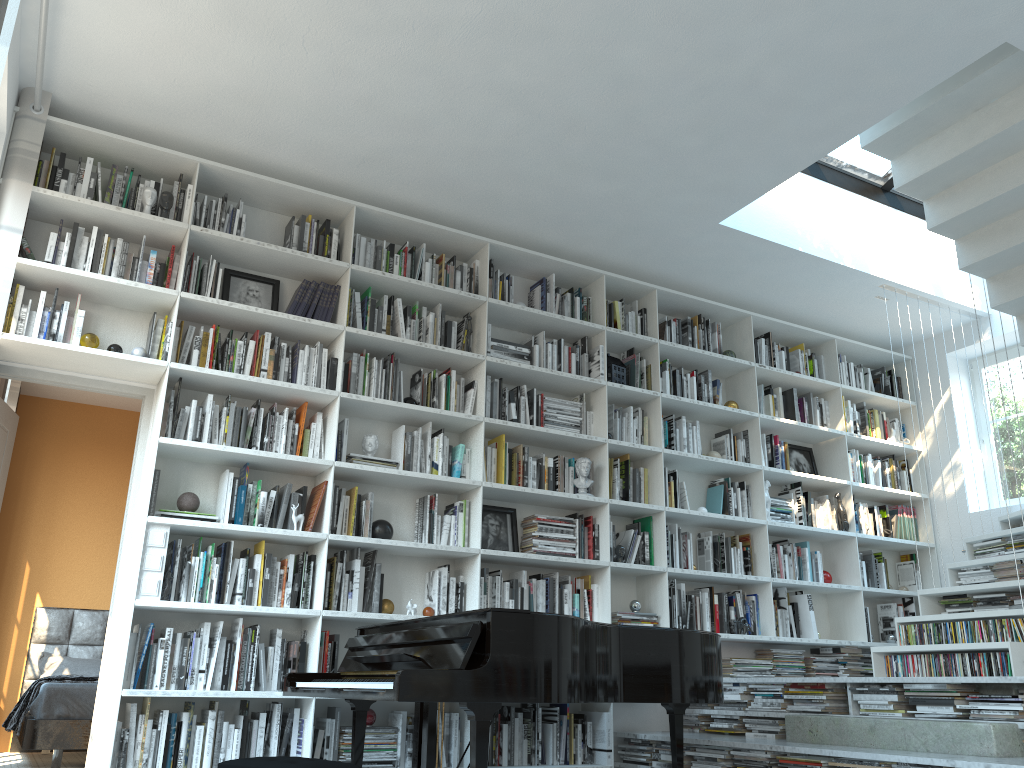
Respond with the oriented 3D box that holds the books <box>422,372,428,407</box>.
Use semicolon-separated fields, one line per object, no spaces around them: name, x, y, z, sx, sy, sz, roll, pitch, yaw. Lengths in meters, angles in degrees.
books;-0.521;0.072;5.030;0.005;0.239;0.174;11;-21;-27

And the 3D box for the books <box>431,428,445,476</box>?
books;-0.426;0.413;4.979;0.011;0.299;0.179;11;-21;-27

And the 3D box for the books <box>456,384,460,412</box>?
books;-0.347;0.125;5.134;0.024;0.215;0.142;11;-21;-27

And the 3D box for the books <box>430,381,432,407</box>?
books;-0.497;0.101;5.052;0.011;0.199;0.163;11;-21;-27

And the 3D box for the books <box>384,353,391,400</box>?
books;-0.715;0.002;4.957;0.004;0.319;0.153;11;-21;-27

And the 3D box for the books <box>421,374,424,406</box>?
books;-0.537;0.079;5.048;0.005;0.238;0.146;11;-21;-27

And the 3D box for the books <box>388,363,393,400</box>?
books;-0.706;0.029;4.945;0.010;0.261;0.158;11;-21;-27

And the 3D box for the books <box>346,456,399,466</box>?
books;-0.774;0.428;4.786;0.285;0.012;0.160;10;-21;-25

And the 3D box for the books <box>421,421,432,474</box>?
books;-0.495;0.388;4.954;0.010;0.328;0.174;11;-21;-27

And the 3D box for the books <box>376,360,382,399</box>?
books;-0.762;0.015;4.905;0.009;0.260;0.181;11;-21;-27

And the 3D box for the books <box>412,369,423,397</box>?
books;-0.545;0.061;5.053;0.012;0.275;0.129;11;-21;-27

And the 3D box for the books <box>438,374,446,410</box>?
books;-0.427;0.085;5.067;0.013;0.243;0.189;11;-21;-27

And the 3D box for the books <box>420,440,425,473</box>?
books;-0.526;0.435;4.931;0.048;0.224;0.150;11;-21;-27

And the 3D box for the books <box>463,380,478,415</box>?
books;-0.274;0.118;5.141;0.064;0.236;0.209;11;-21;-27

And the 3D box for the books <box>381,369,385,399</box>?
books;-0.744;0.043;4.906;0.011;0.208;0.181;11;-21;-27

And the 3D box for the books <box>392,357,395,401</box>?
books;-0.695;0.014;4.967;0.005;0.304;0.163;11;-21;-27

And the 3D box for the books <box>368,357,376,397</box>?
books;-0.794;0.004;4.879;0.009;0.262;0.190;11;-21;-27

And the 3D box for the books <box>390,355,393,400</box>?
books;-0.706;0.008;4.968;0.005;0.315;0.157;11;-21;-27

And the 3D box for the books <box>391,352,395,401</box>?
books;-0.700;0.001;4.970;0.005;0.330;0.162;11;-21;-27

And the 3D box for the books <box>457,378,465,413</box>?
books;-0.322;0.107;5.143;0.022;0.256;0.155;11;-21;-27

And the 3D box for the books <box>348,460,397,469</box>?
books;-0.771;0.450;4.773;0.254;0.012;0.161;13;-23;-32

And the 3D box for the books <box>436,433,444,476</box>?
books;-0.433;0.426;4.961;0.012;0.264;0.193;11;-21;-27

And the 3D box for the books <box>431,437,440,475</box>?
books;-0.455;0.434;4.957;0.028;0.246;0.170;11;-21;-27

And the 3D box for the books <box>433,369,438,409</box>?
books;-0.463;0.069;5.092;0.033;0.286;0.155;11;-21;-27

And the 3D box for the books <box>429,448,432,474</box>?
books;-0.488;0.462;4.952;0.025;0.188;0.140;11;-21;-27

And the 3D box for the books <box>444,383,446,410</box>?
books;-0.417;0.091;5.100;0.017;0.252;0.140;11;-21;-27

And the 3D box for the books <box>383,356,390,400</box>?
books;-0.726;0.009;4.933;0.011;0.290;0.177;11;-21;-27

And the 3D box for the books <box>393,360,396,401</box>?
books;-0.690;0.024;4.964;0.004;0.283;0.167;11;-21;-27

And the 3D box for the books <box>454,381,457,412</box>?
books;-0.362;0.115;5.128;0.011;0.229;0.166;11;-21;-27

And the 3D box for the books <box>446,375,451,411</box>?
books;-0.399;0.092;5.102;0.006;0.252;0.180;11;-21;-27

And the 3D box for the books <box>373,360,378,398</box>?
books;-0.786;0.012;4.883;0.012;0.250;0.184;11;-21;-27

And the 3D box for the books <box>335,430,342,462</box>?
books;-0.940;0.362;4.717;0.034;0.209;0.136;11;-21;-27

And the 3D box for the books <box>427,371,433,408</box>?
books;-0.491;0.074;5.074;0.009;0.265;0.150;11;-21;-27

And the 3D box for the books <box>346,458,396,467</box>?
books;-0.773;0.439;4.780;0.254;0.012;0.161;12;-22;-30

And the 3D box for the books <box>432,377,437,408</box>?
books;-0.469;0.090;5.043;0.006;0.215;0.181;11;-21;-27

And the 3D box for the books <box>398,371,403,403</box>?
books;-0.645;0.058;4.979;0.031;0.231;0.148;11;-21;-27

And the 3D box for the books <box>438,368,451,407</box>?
books;-0.395;0.070;5.114;0.006;0.302;0.166;11;-21;-27

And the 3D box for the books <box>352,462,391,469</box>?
books;-0.773;0.462;4.771;0.254;0.012;0.161;13;-22;-31

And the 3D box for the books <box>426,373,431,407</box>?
books;-0.501;0.075;5.031;0.005;0.235;0.179;11;-21;-27

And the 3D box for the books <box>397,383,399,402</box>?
books;-0.671;0.063;4.973;0.012;0.217;0.151;11;-21;-27

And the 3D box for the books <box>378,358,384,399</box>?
books;-0.756;0.010;4.918;0.011;0.278;0.169;11;-21;-27

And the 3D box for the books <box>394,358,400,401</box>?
books;-0.674;0.019;4.953;0.011;0.286;0.189;11;-21;-27

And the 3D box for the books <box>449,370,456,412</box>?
books;-0.379;0.082;5.115;0.022;0.283;0.190;11;-21;-27

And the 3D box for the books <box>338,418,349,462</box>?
books;-0.913;0.333;4.736;0.021;0.277;0.137;11;-21;-27

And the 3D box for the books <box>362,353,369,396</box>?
books;-0.830;-0.010;4.871;0.010;0.282;0.184;11;-21;-27

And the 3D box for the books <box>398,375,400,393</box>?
books;-0.663;0.067;4.974;0.004;0.209;0.132;11;-21;-27

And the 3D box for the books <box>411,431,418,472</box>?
books;-0.564;0.406;4.912;0.022;0.266;0.151;11;-21;-27

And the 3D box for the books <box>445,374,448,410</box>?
books;-0.407;0.087;5.106;0.004;0.264;0.142;11;-21;-27

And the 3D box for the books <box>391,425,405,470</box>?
books;-0.631;0.381;4.871;0.012;0.284;0.160;11;-21;-27

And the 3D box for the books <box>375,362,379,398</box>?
books;-0.778;0.020;4.913;0.011;0.255;0.152;11;-21;-27

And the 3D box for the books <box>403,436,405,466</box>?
books;-0.628;0.412;4.879;0.010;0.231;0.155;11;-21;-27

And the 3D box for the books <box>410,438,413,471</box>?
books;-0.592;0.425;4.908;0.024;0.226;0.138;11;-21;-27

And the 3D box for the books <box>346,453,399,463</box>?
books;-0.772;0.416;4.786;0.285;0.012;0.160;13;-22;-31

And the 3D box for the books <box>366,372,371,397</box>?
books;-0.822;0.044;4.879;0.029;0.186;0.149;11;-21;-27

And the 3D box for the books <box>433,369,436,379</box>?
books;-0.474;0.069;5.073;0.005;0.274;0.157;11;-21;-27

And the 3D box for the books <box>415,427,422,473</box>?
books;-0.543;0.397;4.914;0.012;0.285;0.168;11;-21;-27

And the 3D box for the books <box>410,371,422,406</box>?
books;-0.549;0.067;5.039;0.005;0.253;0.161;11;-21;-27

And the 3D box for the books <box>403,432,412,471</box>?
books;-0.601;0.403;4.875;0.030;0.246;0.174;11;-21;-27
